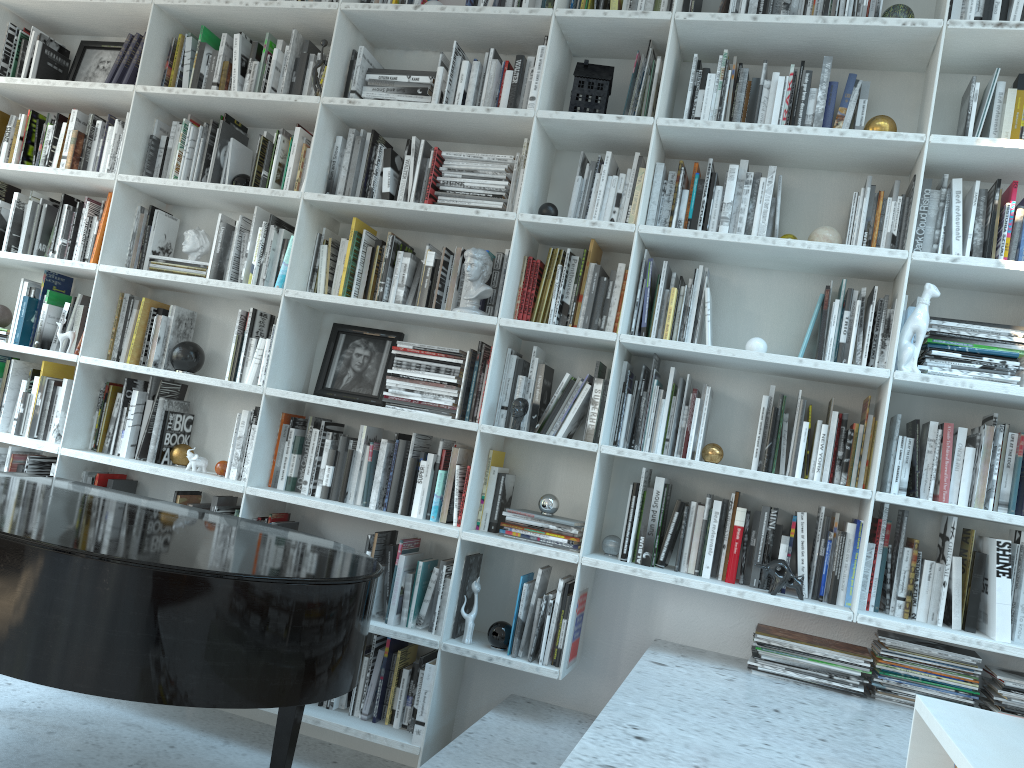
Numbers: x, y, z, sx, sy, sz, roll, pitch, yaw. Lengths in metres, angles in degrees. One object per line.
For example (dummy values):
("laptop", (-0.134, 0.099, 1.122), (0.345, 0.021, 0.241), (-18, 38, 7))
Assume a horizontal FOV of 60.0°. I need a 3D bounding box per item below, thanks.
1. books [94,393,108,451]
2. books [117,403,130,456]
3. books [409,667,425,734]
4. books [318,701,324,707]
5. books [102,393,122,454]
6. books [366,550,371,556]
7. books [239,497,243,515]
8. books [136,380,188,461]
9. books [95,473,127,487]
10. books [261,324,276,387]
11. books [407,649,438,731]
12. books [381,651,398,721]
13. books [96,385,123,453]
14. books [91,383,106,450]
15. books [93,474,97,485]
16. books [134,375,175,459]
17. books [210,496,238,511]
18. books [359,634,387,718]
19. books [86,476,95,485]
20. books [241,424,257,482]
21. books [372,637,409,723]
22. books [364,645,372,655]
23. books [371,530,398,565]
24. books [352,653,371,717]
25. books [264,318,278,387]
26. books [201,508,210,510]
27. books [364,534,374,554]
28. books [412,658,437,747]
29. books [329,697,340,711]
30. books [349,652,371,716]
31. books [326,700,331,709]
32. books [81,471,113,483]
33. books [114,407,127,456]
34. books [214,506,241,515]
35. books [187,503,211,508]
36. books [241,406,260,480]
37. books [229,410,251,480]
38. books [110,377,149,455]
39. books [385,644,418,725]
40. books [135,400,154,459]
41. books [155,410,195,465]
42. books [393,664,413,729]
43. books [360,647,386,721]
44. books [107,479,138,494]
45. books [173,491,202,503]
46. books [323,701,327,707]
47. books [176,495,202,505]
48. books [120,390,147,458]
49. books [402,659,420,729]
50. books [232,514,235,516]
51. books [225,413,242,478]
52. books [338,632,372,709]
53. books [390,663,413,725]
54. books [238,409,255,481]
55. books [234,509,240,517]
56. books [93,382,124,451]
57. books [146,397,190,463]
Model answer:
("books", (-1.627, 0.163, 3.642), (0.030, 0.239, 0.157), (9, -4, 17))
("books", (-1.518, 0.192, 3.608), (0.021, 0.215, 0.172), (9, -4, 17))
("books", (-0.299, 1.109, 3.153), (0.029, 0.217, 0.191), (9, -4, 17))
("books", (-0.640, 1.023, 3.264), (0.013, 0.285, 0.185), (9, -4, 17))
("books", (-1.581, 0.166, 3.629), (0.042, 0.248, 0.163), (9, -4, 17))
("books", (-0.499, 0.715, 3.208), (0.025, 0.230, 0.176), (9, -4, 17))
("books", (-1.016, 0.594, 3.421), (0.013, 0.320, 0.174), (9, -4, 17))
("books", (-1.410, 0.152, 3.580), (0.050, 0.328, 0.167), (9, -4, 17))
("books", (-1.663, 0.510, 3.625), (0.013, 0.287, 0.161), (9, -4, 17))
("books", (-0.907, -0.098, 3.463), (0.012, 0.244, 0.171), (9, -4, 17))
("books", (-0.313, 1.088, 3.166), (0.012, 0.256, 0.176), (9, -4, 17))
("books", (-0.411, 1.082, 3.206), (0.028, 0.238, 0.140), (9, -4, 17))
("books", (-1.606, 0.149, 3.630), (0.012, 0.272, 0.181), (9, -4, 17))
("books", (-1.653, 0.142, 3.665), (0.013, 0.275, 0.147), (9, -4, 17))
("books", (-1.675, 0.511, 3.625), (0.010, 0.282, 0.149), (9, -4, 17))
("books", (-1.459, 0.140, 3.620), (0.013, 0.338, 0.138), (9, -4, 17))
("books", (-1.154, 0.587, 3.484), (0.025, 0.294, 0.134), (9, -4, 17))
("books", (-0.484, 1.043, 3.213), (0.011, 0.292, 0.184), (9, -4, 17))
("books", (-1.714, 0.514, 3.644), (0.023, 0.266, 0.134), (9, -4, 17))
("books", (-0.977, 0.273, 3.448), (0.029, 0.220, 0.153), (9, -4, 17))
("books", (-0.430, 1.038, 3.192), (0.013, 0.317, 0.186), (9, -4, 17))
("books", (-0.546, 1.076, 3.254), (0.040, 0.212, 0.129), (9, -4, 17))
("books", (-0.477, 0.681, 3.192), (0.013, 0.303, 0.181), (9, -4, 17))
("books", (-0.511, 1.080, 3.215), (0.029, 0.210, 0.170), (9, -4, 17))
("books", (-0.884, -0.106, 3.464), (0.027, 0.269, 0.178), (9, -4, 17))
("books", (-1.213, 0.604, 3.463), (0.022, 0.236, 0.189), (9, -4, 17))
("books", (-0.511, 0.686, 3.216), (0.012, 0.285, 0.159), (9, -4, 17))
("books", (-0.256, 1.086, 3.085), (0.038, 0.269, 0.277), (9, -4, 17))
("books", (-0.594, 1.028, 3.247), (0.014, 0.288, 0.185), (9, -4, 17))
("books", (-0.531, 1.079, 3.216), (0.010, 0.205, 0.180), (9, -4, 17))
("books", (-0.603, 1.002, 3.251), (0.014, 0.335, 0.183), (9, -4, 17))
("books", (-1.729, 0.502, 3.648), (0.012, 0.285, 0.159), (9, -4, 17))
("books", (-1.540, 0.199, 3.618), (0.024, 0.196, 0.157), (9, -4, 17))
("books", (-1.115, 0.604, 3.431), (0.011, 0.266, 0.191), (9, -4, 17))
("books", (-1.230, 0.595, 3.480), (0.022, 0.251, 0.187), (9, -4, 17))
("books", (-0.988, 0.237, 3.464), (0.014, 0.290, 0.132), (9, -4, 17))
("books", (-1.022, 0.242, 3.462), (0.027, 0.269, 0.159), (9, -4, 17))
("books", (-1.549, 0.138, 3.622), (0.014, 0.313, 0.166), (9, -4, 17))
("books", (-0.395, 1.074, 3.187), (0.011, 0.258, 0.171), (9, -4, 17))
("books", (-1.451, 0.191, 3.604), (0.028, 0.240, 0.136), (9, -4, 17))
("books", (-1.357, 0.220, 3.571), (0.023, 0.212, 0.160), (9, -4, 17))
("books", (-0.361, 1.106, 3.174), (0.022, 0.205, 0.191), (9, -4, 17))
("books", (-0.464, 1.066, 3.194), (0.044, 0.251, 0.187), (9, -4, 17))
("books", (-1.612, 0.526, 3.617), (0.026, 0.273, 0.146), (9, -4, 17))
("books", (-1.311, 0.566, 3.521), (0.012, 0.285, 0.159), (9, -4, 17))
("books", (-0.628, 1.061, 3.261), (0.022, 0.212, 0.167), (9, -4, 17))
("books", (-1.302, 0.575, 3.512), (0.012, 0.270, 0.142), (9, -4, 17))
("books", (-1.491, 0.169, 3.599), (0.027, 0.269, 0.185), (9, -4, 17))
("books", (-0.333, 1.100, 3.179), (0.028, 0.227, 0.162), (9, -4, 17))
("books", (-1.066, 0.625, 3.428), (0.027, 0.241, 0.163), (9, -4, 17))
("books", (-1.053, 0.245, 3.481), (0.012, 0.254, 0.161), (9, -4, 17))
("books", (-0.574, 1.045, 3.256), (0.024, 0.262, 0.131), (9, -4, 17))
("books", (-0.382, 1.111, 3.190), (0.024, 0.191, 0.155), (9, -4, 17))
("books", (-1.000, 0.242, 3.471), (0.010, 0.277, 0.155), (9, -4, 17))
("books", (-1.035, 0.616, 3.415), (0.013, 0.268, 0.183), (9, -4, 17))
("books", (-1.643, 0.139, 3.653), (0.013, 0.283, 0.146), (9, -4, 17))
("books", (-1.380, 0.190, 3.565), (0.027, 0.261, 0.163), (9, -4, 17))
